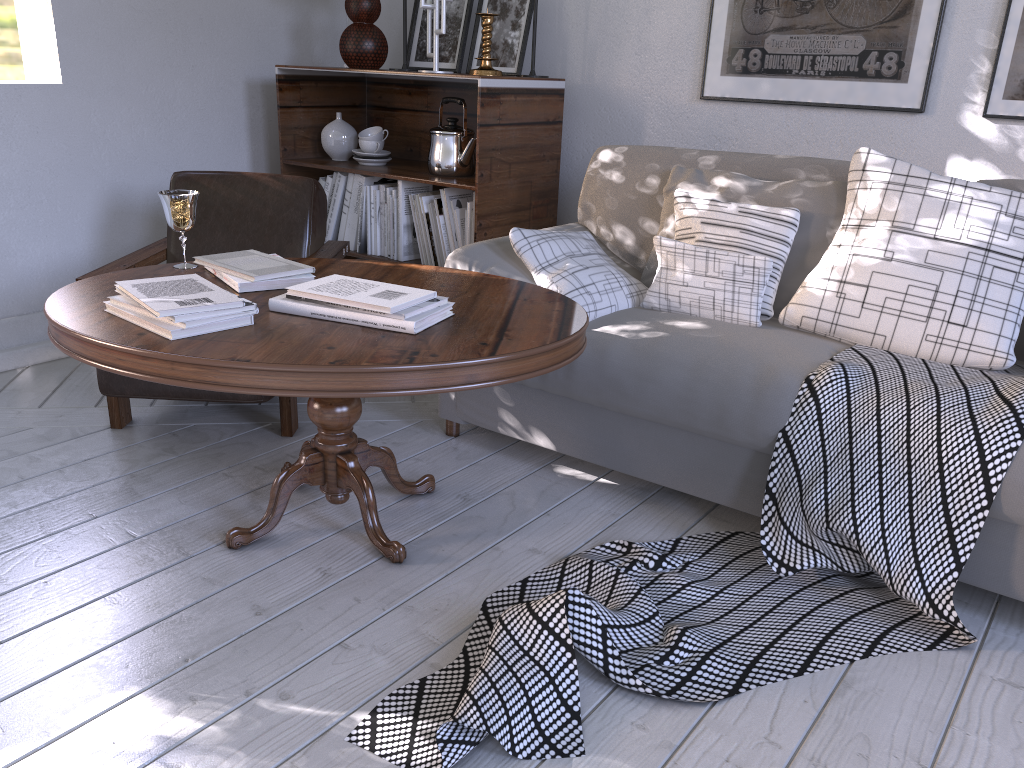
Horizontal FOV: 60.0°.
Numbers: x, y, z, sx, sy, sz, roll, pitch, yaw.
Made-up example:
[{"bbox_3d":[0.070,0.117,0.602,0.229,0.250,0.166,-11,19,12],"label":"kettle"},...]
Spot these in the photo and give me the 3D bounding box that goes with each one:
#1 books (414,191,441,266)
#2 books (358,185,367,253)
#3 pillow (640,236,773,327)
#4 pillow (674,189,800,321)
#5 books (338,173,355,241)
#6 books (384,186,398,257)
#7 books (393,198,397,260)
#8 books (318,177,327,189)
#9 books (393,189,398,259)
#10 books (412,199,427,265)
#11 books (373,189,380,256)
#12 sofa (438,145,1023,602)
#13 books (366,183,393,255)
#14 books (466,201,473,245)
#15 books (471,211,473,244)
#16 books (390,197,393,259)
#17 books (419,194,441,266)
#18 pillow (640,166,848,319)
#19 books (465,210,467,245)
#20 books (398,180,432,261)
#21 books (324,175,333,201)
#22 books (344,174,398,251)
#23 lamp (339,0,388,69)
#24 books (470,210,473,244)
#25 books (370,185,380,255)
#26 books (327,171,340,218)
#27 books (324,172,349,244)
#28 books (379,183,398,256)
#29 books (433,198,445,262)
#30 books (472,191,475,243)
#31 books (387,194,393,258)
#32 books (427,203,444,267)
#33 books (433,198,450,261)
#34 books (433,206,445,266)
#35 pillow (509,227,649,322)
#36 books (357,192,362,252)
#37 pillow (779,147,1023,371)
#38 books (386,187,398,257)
[{"bbox_3d":[-0.220,-0.461,2.624,0.073,0.213,0.128,17,25,33],"label":"books"},{"bbox_3d":[-0.427,-0.512,2.738,0.026,0.210,0.119,15,24,29],"label":"books"},{"bbox_3d":[0.417,-0.219,1.904,0.282,0.169,0.070,15,24,30],"label":"pillow"},{"bbox_3d":[0.464,-0.274,1.949,0.308,0.273,0.129,18,26,36],"label":"pillow"},{"bbox_3d":[-0.465,-0.560,2.816,0.092,0.242,0.171,17,25,33],"label":"books"},{"bbox_3d":[-0.340,-0.500,2.713,0.011,0.209,0.130,20,27,37],"label":"books"},{"bbox_3d":[-0.313,-0.473,2.675,0.009,0.186,0.114,20,27,37],"label":"books"},{"bbox_3d":[-0.593,-0.577,2.894,0.126,0.213,0.160,17,25,33],"label":"books"},{"bbox_3d":[-0.315,-0.486,2.680,0.008,0.207,0.113,20,27,37],"label":"books"},{"bbox_3d":[-0.230,-0.457,2.637,0.064,0.195,0.124,17,25,33],"label":"books"},{"bbox_3d":[-0.373,-0.501,2.727,0.015,0.198,0.124,20,27,37],"label":"books"},{"bbox_3d":[0.780,-0.064,1.790,1.849,0.692,0.761,16,24,32],"label":"sofa"},{"bbox_3d":[-0.396,-0.510,2.734,0.011,0.209,0.130,20,27,37],"label":"books"},{"bbox_3d":[-0.091,-0.420,2.531,0.008,0.207,0.113,17,25,33],"label":"books"},{"bbox_3d":[-0.078,-0.405,2.526,0.009,0.184,0.114,17,25,33],"label":"books"},{"bbox_3d":[-0.325,-0.477,2.686,0.009,0.184,0.114,20,27,37],"label":"books"},{"bbox_3d":[-0.207,-0.453,2.615,0.064,0.205,0.130,17,25,33],"label":"books"},{"bbox_3d":[0.532,-0.311,1.994,0.486,0.318,0.150,16,25,33],"label":"pillow"},{"bbox_3d":[-0.096,-0.413,2.544,0.009,0.184,0.114,17,25,33],"label":"books"},{"bbox_3d":[-0.291,-0.494,2.656,0.017,0.240,0.125,20,27,37],"label":"books"},{"bbox_3d":[-0.555,-0.573,2.874,0.100,0.221,0.160,17,25,33],"label":"books"},{"bbox_3d":[-0.435,-0.548,2.788,0.104,0.246,0.173,17,25,33],"label":"books"},{"bbox_3d":[-0.452,-1.194,2.682,0.267,0.453,0.264,6,21,9],"label":"lamp"},{"bbox_3d":[-0.081,-0.410,2.535,0.009,0.186,0.114,17,25,33],"label":"books"},{"bbox_3d":[-0.383,-0.509,2.732,0.011,0.209,0.130,20,27,37],"label":"books"},{"bbox_3d":[-0.533,-0.571,2.853,0.103,0.235,0.151,17,25,33],"label":"books"},{"bbox_3d":[-0.509,-0.565,2.833,0.111,0.239,0.171,17,25,33],"label":"books"},{"bbox_3d":[-0.352,-0.507,2.722,0.020,0.215,0.128,20,27,37],"label":"books"},{"bbox_3d":[-0.173,-0.447,2.607,0.060,0.202,0.113,17,25,33],"label":"books"},{"bbox_3d":[-0.066,-0.428,2.509,0.017,0.240,0.125,17,25,33],"label":"books"},{"bbox_3d":[-0.329,-0.484,2.696,0.012,0.191,0.119,20,27,37],"label":"books"},{"bbox_3d":[-0.189,-0.444,2.618,0.060,0.188,0.119,17,25,33],"label":"books"},{"bbox_3d":[-0.164,-0.441,2.588,0.064,0.205,0.130,17,25,33],"label":"books"},{"bbox_3d":[-0.176,-0.439,2.618,0.055,0.180,0.114,17,25,33],"label":"books"},{"bbox_3d":[0.157,-0.248,2.008,0.213,0.209,0.308,20,26,39],"label":"pillow"},{"bbox_3d":[-0.435,-0.505,2.749,0.025,0.188,0.119,15,24,29],"label":"books"},{"bbox_3d":[0.794,-0.245,1.728,0.450,0.391,0.218,17,25,34],"label":"pillow"},{"bbox_3d":[-0.331,-0.498,2.707,0.011,0.209,0.130,20,27,37],"label":"books"}]
